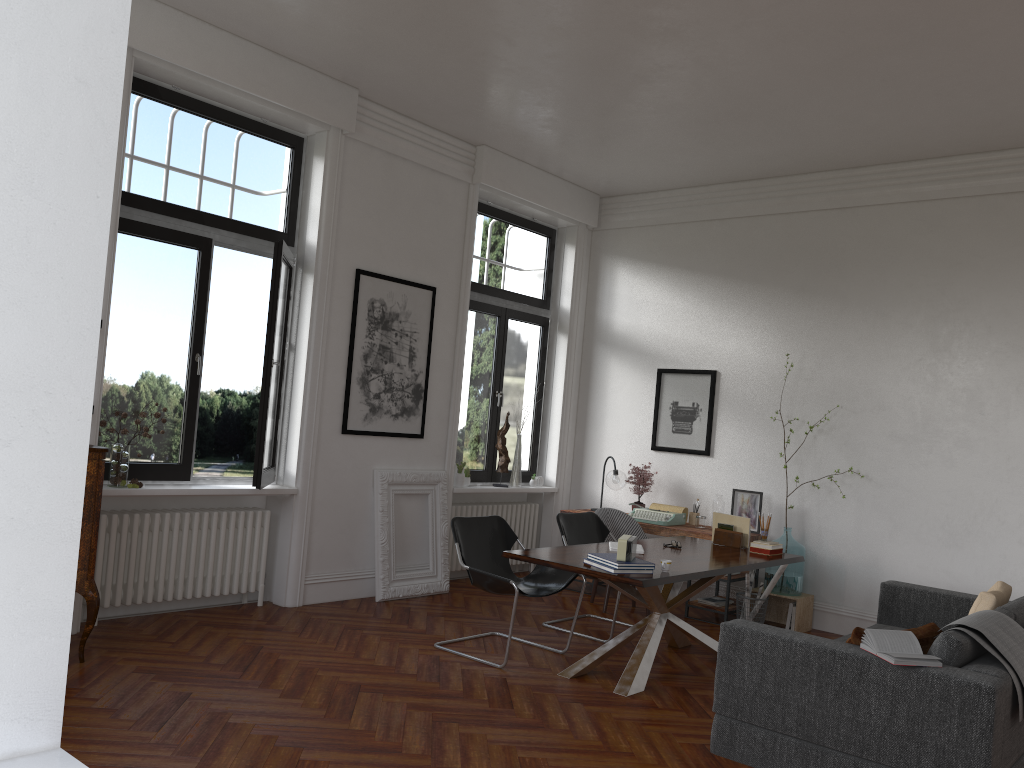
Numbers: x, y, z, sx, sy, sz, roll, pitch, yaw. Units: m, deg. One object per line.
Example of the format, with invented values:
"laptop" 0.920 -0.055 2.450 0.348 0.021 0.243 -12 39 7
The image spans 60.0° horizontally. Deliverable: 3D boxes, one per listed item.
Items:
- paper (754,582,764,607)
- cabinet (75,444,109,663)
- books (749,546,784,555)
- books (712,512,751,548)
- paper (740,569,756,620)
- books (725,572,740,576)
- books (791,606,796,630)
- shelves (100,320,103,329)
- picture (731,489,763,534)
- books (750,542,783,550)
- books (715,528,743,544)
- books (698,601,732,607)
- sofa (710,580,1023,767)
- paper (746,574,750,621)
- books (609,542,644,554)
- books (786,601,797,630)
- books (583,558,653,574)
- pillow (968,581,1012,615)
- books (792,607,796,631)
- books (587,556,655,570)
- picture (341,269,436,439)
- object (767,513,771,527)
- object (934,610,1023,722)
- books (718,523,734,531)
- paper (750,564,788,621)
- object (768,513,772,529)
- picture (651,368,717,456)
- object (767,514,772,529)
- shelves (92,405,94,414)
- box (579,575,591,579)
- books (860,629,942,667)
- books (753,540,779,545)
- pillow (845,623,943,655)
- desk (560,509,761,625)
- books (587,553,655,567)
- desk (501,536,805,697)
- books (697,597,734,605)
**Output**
"paper" 2.044 1.855 7.428 0.126 0.388 0.026 6 -1 -27
"cabinet" -2.897 0.906 4.681 0.640 1.217 1.267 4 -2 40
"books" 1.861 1.214 6.481 0.159 0.040 0.216 3 -3 42
"books" 1.672 1.114 6.768 0.309 0.239 0.043 3 -2 40
"paper" 1.991 1.736 7.460 0.047 0.625 0.294 4 -2 33
"books" 1.795 1.604 7.621 0.225 0.038 0.309 3 -3 39
"books" 2.365 1.960 7.372 0.012 0.232 0.170 4 -2 40
"shelves" -3.037 -0.433 4.863 0.158 0.055 1.517 3 -3 40
"picture" 2.093 1.136 7.925 0.282 0.369 0.023 3 -2 40
"books" 1.865 1.181 6.491 0.164 0.028 0.208 3 -3 38
"books" 1.628 1.163 6.685 0.221 0.124 0.029 3 -2 40
"books" 1.755 1.885 7.653 0.196 0.014 0.268 3 -3 39
"sofa" 2.321 1.596 5.009 1.261 0.828 2.648 3 -3 40
"paper" 1.937 1.798 7.285 0.073 0.478 0.033 5 -1 -13
"books" 0.778 1.115 6.030 0.231 0.026 0.326 5 -2 5
"books" 2.348 1.947 7.398 0.054 0.257 0.188 4 -2 41
"books" 0.615 1.060 5.162 0.264 0.027 0.347 6 -3 -25
"pillow" 2.858 1.432 5.375 0.225 0.460 0.486 4 -2 40
"books" 2.375 1.960 7.363 0.012 0.232 0.170 4 -2 40
"books" 0.631 1.039 5.161 0.250 0.017 0.344 6 -3 -25
"picture" -1.007 -0.222 7.383 0.035 1.323 0.884 4 -2 40
"object" 1.893 1.050 6.558 0.044 0.194 0.008 5 -1 -19
"object" 2.324 1.324 4.243 0.400 0.387 0.753 3 -3 40
"books" 1.627 1.143 6.748 0.128 0.157 0.041 3 -2 40
"paper" 2.079 1.735 7.277 0.330 0.609 0.047 4 -1 21
"object" 1.893 1.047 6.533 0.008 0.195 0.036 6 -2 -37
"picture" 1.663 0.263 8.599 0.633 0.815 0.050 3 -2 40
"object" 1.884 1.048 6.522 0.008 0.193 0.049 5 -1 -26
"shelves" -3.083 0.088 4.853 0.155 0.055 1.517 3 -3 40
"box" 0.751 1.801 8.529 0.296 0.082 0.318 3 -3 40
"books" 1.728 1.167 3.943 0.225 0.096 0.279 5 -2 -8
"books" 1.866 1.162 6.508 0.128 0.008 0.159 3 -3 42
"pillow" 1.785 1.320 4.255 0.470 0.396 0.330 5 -2 -12
"desk" 1.321 1.646 8.155 1.797 0.757 0.648 3 -3 40
"books" 0.633 1.022 5.161 0.250 0.017 0.344 6 -3 -25
"desk" 1.006 1.516 5.955 1.029 0.751 2.229 3 -3 40
"books" 1.756 1.869 7.654 0.268 0.014 0.196 7 -3 -38
